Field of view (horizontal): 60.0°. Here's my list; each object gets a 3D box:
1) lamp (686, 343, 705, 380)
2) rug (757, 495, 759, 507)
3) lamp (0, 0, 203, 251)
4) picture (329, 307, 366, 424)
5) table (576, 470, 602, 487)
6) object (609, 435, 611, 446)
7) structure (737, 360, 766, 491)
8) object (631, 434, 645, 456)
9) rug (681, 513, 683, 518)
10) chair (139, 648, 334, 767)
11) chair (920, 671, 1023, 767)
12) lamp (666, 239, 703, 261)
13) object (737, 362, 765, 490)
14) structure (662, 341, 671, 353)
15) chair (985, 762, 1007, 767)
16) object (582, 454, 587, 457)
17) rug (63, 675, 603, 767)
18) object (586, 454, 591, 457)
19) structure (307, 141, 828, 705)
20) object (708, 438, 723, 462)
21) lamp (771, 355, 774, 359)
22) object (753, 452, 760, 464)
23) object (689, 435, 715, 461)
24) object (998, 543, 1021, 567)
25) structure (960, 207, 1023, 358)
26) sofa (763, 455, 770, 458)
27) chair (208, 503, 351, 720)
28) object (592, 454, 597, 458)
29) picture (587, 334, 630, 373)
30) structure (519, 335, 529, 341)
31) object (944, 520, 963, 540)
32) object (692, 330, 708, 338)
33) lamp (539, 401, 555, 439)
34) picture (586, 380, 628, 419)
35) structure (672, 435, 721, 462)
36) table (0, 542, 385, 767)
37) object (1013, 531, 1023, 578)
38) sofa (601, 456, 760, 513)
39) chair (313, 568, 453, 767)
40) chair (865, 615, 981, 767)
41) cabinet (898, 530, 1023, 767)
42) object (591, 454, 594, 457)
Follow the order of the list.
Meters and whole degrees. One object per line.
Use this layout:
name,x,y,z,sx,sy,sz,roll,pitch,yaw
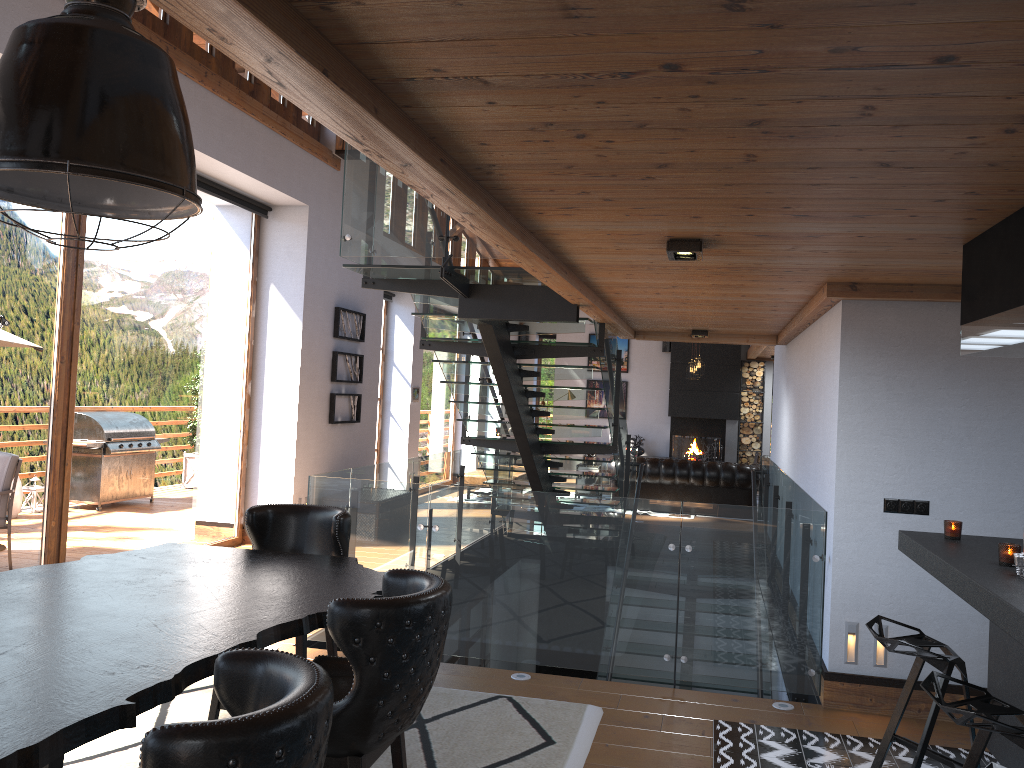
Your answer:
lamp,3.299,-1.187,15.852,0.261,2.202,0.803,3,-2,4
rug,4.404,2.054,14.947,2.419,0.053,4.063,3,-1,13
lamp,-1.102,-2.732,2.578,0.628,4.687,0.614,4,-2,-33
picture,-1.905,-0.200,10.303,0.059,1.313,0.777,2,-1,13
table,1.262,1.620,14.489,0.403,0.609,0.419,2,-1,12
object,2.180,1.234,18.584,0.261,0.532,0.424,3,-1,-19
structure,4.882,0.839,18.136,0.499,2.618,0.514,2,-2,12
object,2.617,1.282,18.560,0.337,0.455,0.337,2,-2,38
rug,1.112,1.891,14.492,3.789,0.053,2.443,3,-1,13
chair,-0.651,1.105,1.664,0.569,1.092,0.503,3,-1,-4
chair,1.467,1.346,2.625,0.467,0.840,0.540,3,-1,9
lamp,0.779,-0.608,3.988,0.154,0.068,0.262,3,-1,12
object,4.877,0.845,18.146,0.491,2.613,0.468,2,-2,12
structure,3.277,-0.841,18.708,0.212,0.349,0.214,2,-1,12
chair,1.224,1.324,1.871,0.466,0.840,0.542,2,-1,18
object,1.197,1.174,14.508,0.087,0.286,0.088,2,-2,25
rug,-1.338,1.629,2.334,2.539,0.047,5.656,3,-1,12
object,1.246,1.175,14.431,0.089,0.286,0.086,4,-2,-38
structure,-2.079,1.283,7.637,9.167,6.401,11.075,3,-1,12
object,4.060,1.598,17.756,0.311,1.018,0.304,4,-2,-32
lamp,5.126,-0.523,17.265,0.154,0.068,0.262,3,-1,12
object,4.860,1.753,17.787,0.268,0.795,0.263,3,-2,-5
object,3.253,1.266,15.139,0.403,0.808,0.625,2,-1,23
object,1.901,0.653,3.387,0.080,0.081,0.078,3,-1,-23
structure,1.870,-0.380,2.058,0.707,0.476,3.265,3,-1,13
sofa,4.996,1.695,15.388,1.234,0.838,2.577,3,-1,12
chair,-1.025,1.120,4.004,0.502,1.092,0.570,2,-1,11
object,1.346,1.179,14.406,0.088,0.286,0.087,3,-2,-11
picture,2.069,-0.661,19.027,0.875,0.816,0.036,3,-2,12
structure,0.256,-0.976,19.327,0.212,0.349,0.214,2,-1,12
object,2.015,0.668,4.052,0.080,0.081,0.078,4,-2,-43
object,1.831,-0.494,8.633,0.154,0.068,0.262,3,-1,12
lamp,0.748,1.003,18.057,0.521,1.899,1.336,2,-2,33
picture,2.021,0.333,18.999,0.875,0.816,0.036,3,-2,12
structure,3.783,1.338,18.206,0.978,0.514,0.184,3,-2,12
table,-1.446,1.164,2.043,1.422,0.950,3.814,3,-1,13
object,1.902,0.464,3.130,0.225,0.453,0.226,2,-2,12
sofa,2.644,1.560,13.681,2.554,0.838,1.244,3,-1,11
chair,-0.486,1.126,2.617,0.566,1.092,0.506,2,-2,11
chair,1.593,1.362,3.374,0.467,0.840,0.541,2,-1,12
cabinet,1.742,1.218,1.831,0.884,1.104,4.822,2,-1,13
object,1.317,1.179,14.500,0.088,0.286,0.087,3,-2,-10
